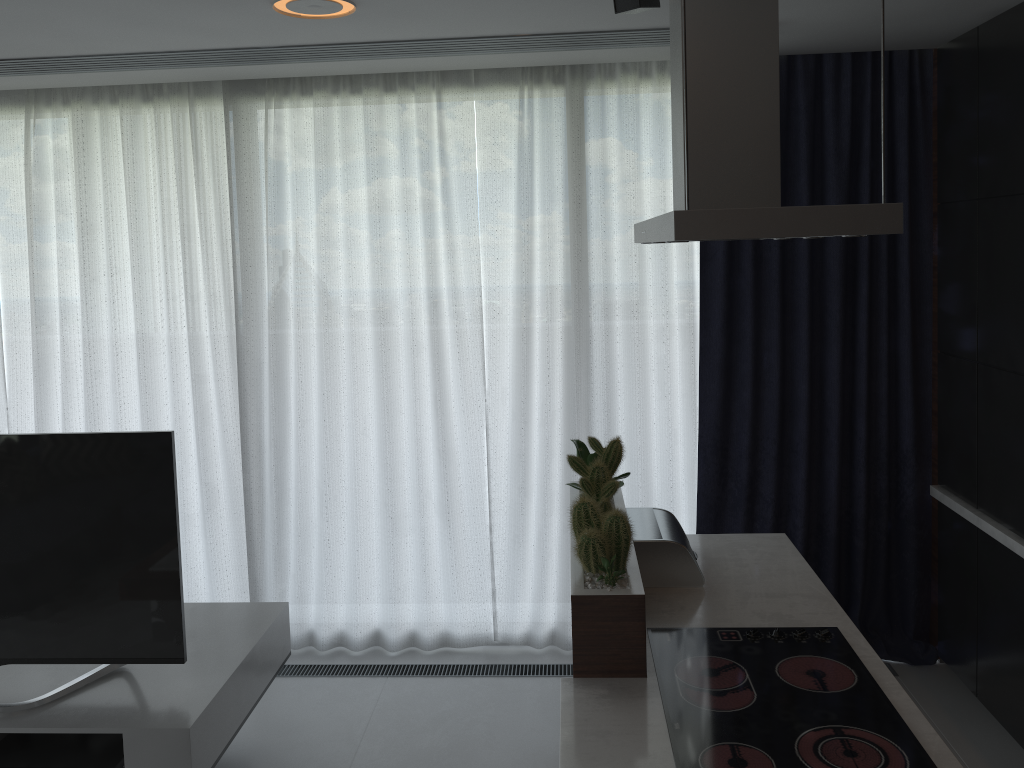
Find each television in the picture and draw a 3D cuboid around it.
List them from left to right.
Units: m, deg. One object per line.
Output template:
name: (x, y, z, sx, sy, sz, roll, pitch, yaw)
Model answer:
television: (-1.599, 0.539, 2.686, 1.230, 0.781, 0.300, -1, 4, 4)

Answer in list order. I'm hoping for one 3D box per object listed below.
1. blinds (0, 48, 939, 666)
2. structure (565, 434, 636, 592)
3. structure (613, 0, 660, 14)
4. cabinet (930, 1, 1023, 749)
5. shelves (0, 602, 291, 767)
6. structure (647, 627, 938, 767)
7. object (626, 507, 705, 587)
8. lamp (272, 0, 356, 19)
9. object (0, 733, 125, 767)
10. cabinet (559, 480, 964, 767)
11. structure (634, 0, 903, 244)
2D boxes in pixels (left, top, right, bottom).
blinds: (-1.496, 0.368, 0.586, 5.796, 2.752, 7.203, -1, 8, 7)
structure: (0.250, 0.304, 2.615, 0.222, 0.284, 1.010, -1, 8, 6)
structure: (0.326, -1.055, 2.342, 0.085, 0.141, 0.115, 3, 7, 43)
cabinet: (1.965, 0.169, 1.884, 0.705, 2.533, 3.510, -2, 7, 4)
shelves: (-2.026, 1.156, 2.960, 2.348, 0.496, 0.881, -1, 7, 4)
structure: (0.592, 0.723, 1.988, 0.504, 0.056, 0.771, -1, 9, 4)
object: (0.481, 0.516, 2.831, 0.222, 0.144, 0.347, -1, 8, 4)
lamp: (1.471, -0.842, 0.477, 9.590, 0.084, 5.390, -3, 9, -10)
object: (-1.310, 1.077, 2.642, 0.430, 0.052, 0.339, -1, 9, 4)
cabinet: (0.455, 0.283, 1.460, 0.786, 2.532, 3.364, -2, 7, 4)
structure: (0.564, -0.743, 2.240, 0.446, 0.754, 1.053, -1, 7, 4)
